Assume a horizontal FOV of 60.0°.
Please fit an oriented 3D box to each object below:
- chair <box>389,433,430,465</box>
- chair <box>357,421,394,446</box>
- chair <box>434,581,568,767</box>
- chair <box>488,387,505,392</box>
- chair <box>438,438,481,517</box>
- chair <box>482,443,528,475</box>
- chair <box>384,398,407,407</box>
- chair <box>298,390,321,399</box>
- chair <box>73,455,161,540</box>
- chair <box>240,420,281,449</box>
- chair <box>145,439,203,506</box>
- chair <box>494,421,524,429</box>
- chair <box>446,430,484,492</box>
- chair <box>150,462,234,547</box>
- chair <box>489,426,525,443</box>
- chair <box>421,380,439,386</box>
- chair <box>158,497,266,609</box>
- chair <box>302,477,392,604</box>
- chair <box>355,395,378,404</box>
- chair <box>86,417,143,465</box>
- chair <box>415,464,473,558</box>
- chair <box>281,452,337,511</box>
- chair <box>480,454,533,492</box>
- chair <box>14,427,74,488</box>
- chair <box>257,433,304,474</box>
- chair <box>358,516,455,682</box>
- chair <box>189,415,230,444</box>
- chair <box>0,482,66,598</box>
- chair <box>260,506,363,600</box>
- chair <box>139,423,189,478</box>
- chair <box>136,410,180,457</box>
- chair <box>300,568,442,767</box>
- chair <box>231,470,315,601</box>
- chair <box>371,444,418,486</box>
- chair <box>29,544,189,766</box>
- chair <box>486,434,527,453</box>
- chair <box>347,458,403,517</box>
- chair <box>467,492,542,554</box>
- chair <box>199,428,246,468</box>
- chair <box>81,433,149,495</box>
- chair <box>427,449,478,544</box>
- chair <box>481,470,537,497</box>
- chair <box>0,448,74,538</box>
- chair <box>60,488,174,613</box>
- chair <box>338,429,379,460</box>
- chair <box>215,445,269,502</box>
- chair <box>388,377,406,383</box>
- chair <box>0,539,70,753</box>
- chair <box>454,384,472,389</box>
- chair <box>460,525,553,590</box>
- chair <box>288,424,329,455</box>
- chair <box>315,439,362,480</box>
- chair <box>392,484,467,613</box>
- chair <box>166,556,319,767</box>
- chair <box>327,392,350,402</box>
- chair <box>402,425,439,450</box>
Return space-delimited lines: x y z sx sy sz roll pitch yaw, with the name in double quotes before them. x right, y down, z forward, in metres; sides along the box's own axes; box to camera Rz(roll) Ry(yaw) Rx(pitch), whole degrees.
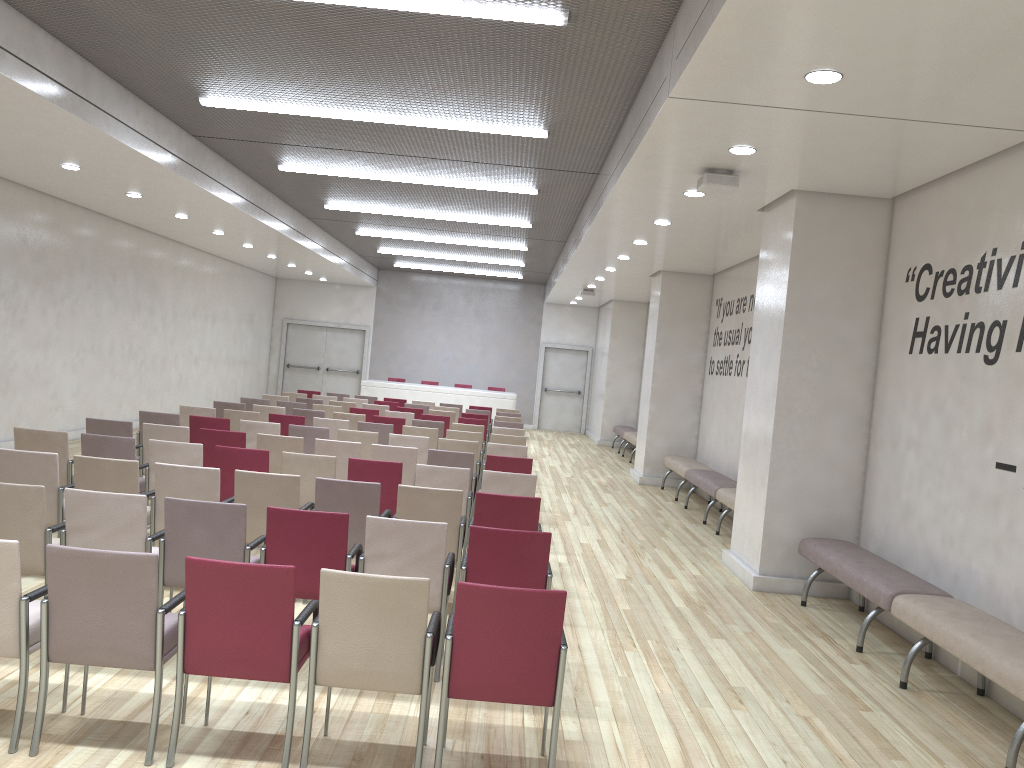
"chair" -1.163 0.999 10.038 0.513 0.890 0.640 5 1 1
"chair" -1.723 0.918 11.257 0.513 0.890 0.640 5 1 0
"chair" -0.044 1.252 3.885 0.513 0.890 0.640 5 1 -1
"chair" -0.430 0.537 22.524 0.513 0.890 0.640 5 1 -1
"chair" -0.625 1.049 10.043 0.513 0.890 0.640 5 1 0
"chair" -0.087 1.099 10.042 0.513 0.890 0.640 5 1 0
"chair" -2.296 0.716 17.403 0.513 0.890 0.640 5 1 -1
"chair" -3.950 0.563 17.388 0.513 0.890 0.640 5 1 0
"chair" -2.798 0.937 6.330 0.513 0.890 0.640 5 1 0
"chair" -2.805 0.847 10.032 0.513 0.890 0.640 5 1 0
"chair" -2.796 0.907 7.572 0.513 0.890 0.640 5 1 0
"chair" -0.090 1.009 13.730 0.513 0.890 0.640 5 1 -1
"chair" -0.632 1.019 11.260 0.513 0.890 0.640 5 1 -1
"chair" -2.243 0.989 6.328 0.513 0.890 0.640 5 1 1
"chair" -0.089 1.039 12.500 0.513 0.890 0.640 5 1 -1
"chair" -2.139 0.379 22.512 0.513 0.890 0.640 5 1 -1
"chair" -1.705 1.068 5.116 0.513 0.890 0.640 5 1 0
"chair" -1.152 1.090 6.336 0.513 0.890 0.640 5 1 0
"chair" -2.850 0.664 17.408 0.513 0.890 0.640 5 1 0
"chair" -3.902 0.775 8.793 0.513 0.890 0.640 5 1 -1
"chair" -0.609 1.110 7.582 0.513 0.890 0.640 5 1 -1
"chair" -1.702 1.009 7.567 0.513 0.890 0.640 5 1 0
"chair" -0.062 1.131 8.802 0.513 0.890 0.640 5 1 0
"chair" -3.892 0.806 7.555 0.513 0.890 0.640 5 1 1
"chair" -2.262 0.927 8.793 0.513 0.890 0.640 5 1 -1
"chair" -0.608 1.170 5.115 0.513 0.890 0.640 5 1 0
"chair" -3.358 0.796 10.024 0.513 0.890 0.640 5 1 -1
"chair" -2.792 0.967 5.106 0.513 0.890 0.640 5 1 0
"chair" -1.155 1.119 5.123 0.513 0.890 0.640 5 1 -1
"chair" -3.349 0.827 8.782 0.513 0.890 0.640 5 1 0
"chair" -3.904 0.745 10.019 0.513 0.890 0.640 5 1 0
"chair" -0.591 1.201 3.886 0.513 0.890 0.640 5 1 0
"chair" -1.710 1.038 6.342 0.513 0.890 0.640 5 1 -1
"chair" -1.167 1.029 8.801 0.513 0.890 0.640 5 1 -1
"chair" -1.697 1.099 3.874 0.513 0.890 0.640 5 1 -1
"chair" -0.084 1.069 11.280 0.513 0.890 0.640 5 1 -1
"chair" -1.162 1.059 7.577 0.513 0.890 0.640 5 1 -1
"chair" -0.063 1.190 6.351 0.513 0.890 0.640 5 1 0
"chair" -2.808 0.877 8.783 0.513 0.890 0.640 5 1 0
"chair" -3.348 0.856 7.565 0.513 0.890 0.640 5 1 0
"chair" -0.619 1.079 8.816 0.513 0.890 0.640 5 1 0
"chair" -0.060 1.161 7.581 0.513 0.890 0.640 5 1 -1
"chair" -3.351 0.886 6.330 0.513 0.890 0.640 5 1 0
"chair" -2.244 1.018 5.109 0.513 0.890 0.640 5 1 0
"chair" -1.728 0.947 10.025 0.513 0.890 0.640 5 1 -1
"chair" -2.249 0.958 7.568 0.513 0.890 0.640 5 1 0
"chair" -2.994 0.300 22.506 0.513 0.890 0.640 5 1 -1
"chair" -2.249 1.047 3.880 0.513 0.890 0.640 5 1 1
"chair" -1.285 0.458 22.518 0.513 0.890 0.640 5 1 -1
"chair" -0.049 1.222 5.114 0.513 0.890 0.640 5 1 -1
"chair" -2.265 0.897 10.018 0.513 0.890 0.640 5 1 0
"chair" -1.705 0.979 8.808 0.513 0.890 0.640 5 1 0
"chair" -0.600 1.141 6.353 0.513 0.890 0.640 5 1 -1
"chair" -1.137 1.151 3.881 0.513 0.890 0.640 5 1 0
"chair" -3.391 0.614 17.393 0.513 0.890 0.640 5 1 0
"chair" -1.175 0.968 11.272 0.513 0.890 0.640 5 1 -1
